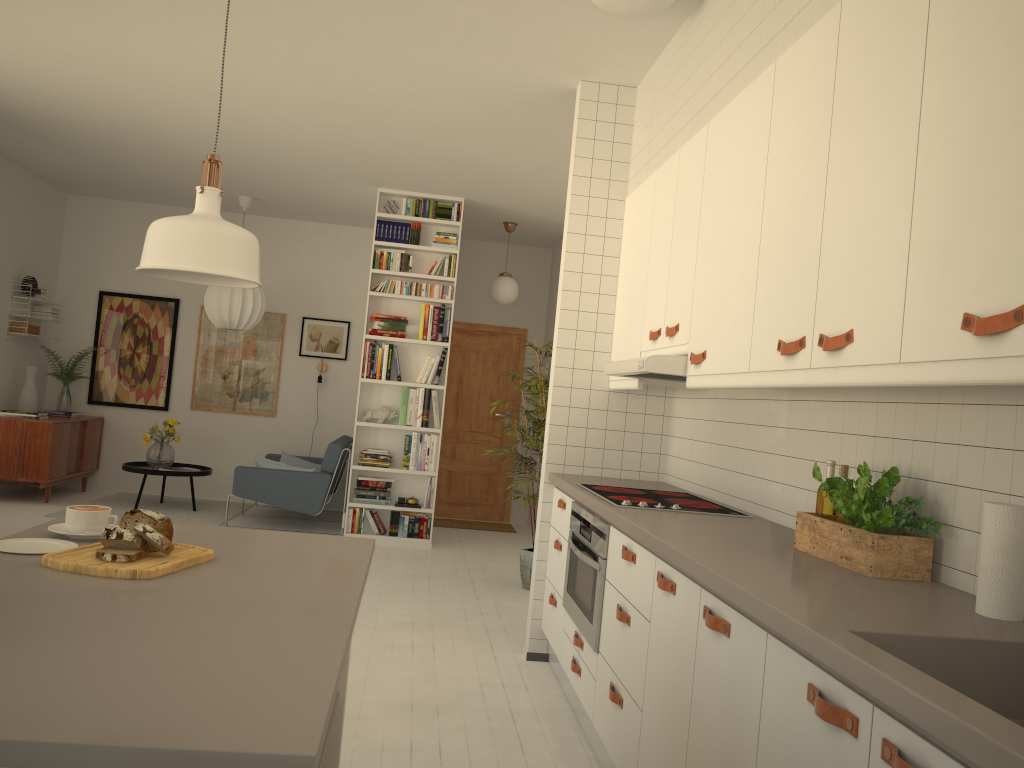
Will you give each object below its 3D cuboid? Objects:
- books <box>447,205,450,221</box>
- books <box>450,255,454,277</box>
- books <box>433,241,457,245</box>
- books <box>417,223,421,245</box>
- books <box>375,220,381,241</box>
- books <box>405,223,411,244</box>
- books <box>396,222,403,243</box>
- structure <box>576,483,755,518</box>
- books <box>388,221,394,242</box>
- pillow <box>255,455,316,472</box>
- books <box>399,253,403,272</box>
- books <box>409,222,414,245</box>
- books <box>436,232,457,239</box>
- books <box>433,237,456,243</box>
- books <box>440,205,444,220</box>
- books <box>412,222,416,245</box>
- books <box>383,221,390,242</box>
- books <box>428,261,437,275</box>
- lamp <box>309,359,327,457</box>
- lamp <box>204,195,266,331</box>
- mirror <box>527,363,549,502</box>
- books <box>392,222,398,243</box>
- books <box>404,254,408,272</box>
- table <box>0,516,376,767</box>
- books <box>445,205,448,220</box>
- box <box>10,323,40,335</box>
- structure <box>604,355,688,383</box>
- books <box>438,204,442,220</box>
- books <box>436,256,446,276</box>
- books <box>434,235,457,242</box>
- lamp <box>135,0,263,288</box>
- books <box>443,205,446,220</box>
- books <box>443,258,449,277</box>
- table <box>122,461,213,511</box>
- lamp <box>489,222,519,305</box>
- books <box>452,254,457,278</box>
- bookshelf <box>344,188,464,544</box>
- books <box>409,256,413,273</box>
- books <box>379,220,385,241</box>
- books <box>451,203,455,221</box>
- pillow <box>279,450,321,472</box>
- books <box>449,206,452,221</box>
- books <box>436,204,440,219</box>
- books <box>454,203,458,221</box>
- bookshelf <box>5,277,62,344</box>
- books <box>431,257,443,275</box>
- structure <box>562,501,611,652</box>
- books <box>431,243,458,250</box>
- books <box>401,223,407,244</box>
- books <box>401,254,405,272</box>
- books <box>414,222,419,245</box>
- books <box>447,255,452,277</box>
[{"bbox_3d":[-0.532,-1.413,7.404,0.017,0.130,0.150,6,-1,-6],"label":"books"},{"bbox_3d":[-0.506,-0.972,7.431,0.014,0.188,0.218,6,-1,-6],"label":"books"},{"bbox_3d":[-0.564,-1.163,7.429,0.200,0.018,0.208,6,-1,-6],"label":"books"},{"bbox_3d":[-0.778,-1.232,7.419,0.020,0.191,0.205,6,-1,-6],"label":"books"},{"bbox_3d":[-1.110,-1.259,7.373,0.034,0.179,0.188,6,-1,-6],"label":"books"},{"bbox_3d":[-0.868,-1.236,7.399,0.034,0.179,0.188,6,-1,-6],"label":"books"},{"bbox_3d":[-0.937,-1.242,7.391,0.034,0.179,0.188,6,-1,-6],"label":"books"},{"bbox_3d":[0.570,0.464,3.501,0.504,0.057,0.763,6,-1,-6],"label":"structure"},{"bbox_3d":[-1.006,-1.249,7.384,0.034,0.179,0.188,6,-1,-6],"label":"books"},{"bbox_3d":[-1.925,0.788,7.453,0.533,0.353,0.141,6,-1,-6],"label":"pillow"},{"bbox_3d":[-0.922,-0.996,7.372,0.013,0.159,0.176,6,-1,-6],"label":"books"},{"bbox_3d":[-0.838,-1.238,7.413,0.020,0.191,0.205,6,-1,-6],"label":"books"},{"bbox_3d":[-0.543,-1.234,7.426,0.169,0.032,0.188,5,-1,-1],"label":"books"},{"bbox_3d":[-0.574,-1.188,7.428,0.173,0.030,0.199,6,-1,-16],"label":"books"},{"bbox_3d":[-0.584,-1.418,7.399,0.017,0.130,0.150,6,-1,-6],"label":"books"},{"bbox_3d":[-0.818,-1.236,7.412,0.020,0.191,0.205,6,-1,-6],"label":"books"},{"bbox_3d":[-1.041,-1.252,7.380,0.034,0.179,0.188,6,-1,-6],"label":"books"},{"bbox_3d":[-0.667,-0.958,7.438,0.073,0.129,0.200,6,-1,-6],"label":"books"},{"bbox_3d":[-2.125,0.436,8.965,0.360,1.416,0.112,6,-2,-6],"label":"lamp"},{"bbox_3d":[-2.488,-1.105,8.095,0.536,1.229,0.536,5,-2,28],"label":"lamp"},{"bbox_3d":[0.261,0.480,8.979,0.029,1.371,0.500,6,-1,-6],"label":"mirror"},{"bbox_3d":[-0.972,-1.246,7.388,0.034,0.179,0.188,6,-1,-6],"label":"books"},{"bbox_3d":[-0.879,-0.989,7.363,0.023,0.153,0.176,6,-1,-6],"label":"books"},{"bbox_3d":[-0.722,0.800,1.613,0.794,0.864,1.424,6,-1,-6],"label":"table"},{"bbox_3d":[-0.549,-1.415,7.403,0.017,0.130,0.150,6,-1,-6],"label":"books"},{"bbox_3d":[-4.382,-0.493,7.981,0.152,0.084,0.265,6,-1,-6],"label":"box"},{"bbox_3d":[0.666,-0.054,3.508,0.482,0.073,0.681,6,-1,-6],"label":"structure"},{"bbox_3d":[-0.602,-1.420,7.397,0.017,0.130,0.150,6,-1,-6],"label":"books"},{"bbox_3d":[-0.597,-0.972,7.421,0.065,0.168,0.228,6,-1,-6],"label":"books"},{"bbox_3d":[-0.552,-1.211,7.408,0.179,0.016,0.208,5,-1,-1],"label":"books"},{"bbox_3d":[-0.526,-0.942,1.716,0.229,1.491,0.229,6,-2,-5],"label":"lamp"},{"bbox_3d":[-0.567,-1.416,7.401,0.017,0.130,0.150,6,-1,-6],"label":"books"},{"bbox_3d":[-0.553,-0.959,7.421,0.030,0.153,0.199,6,-1,-6],"label":"books"},{"bbox_3d":[-3.110,0.932,7.976,0.761,0.386,0.760,5,-1,10],"label":"table"},{"bbox_3d":[-0.051,-1.105,8.172,0.275,0.767,0.275,6,-2,-12],"label":"lamp"},{"bbox_3d":[-0.486,-0.976,7.430,0.022,0.199,0.212,6,-1,-6],"label":"books"},{"bbox_3d":[-0.894,-0.128,7.381,0.710,2.901,0.249,6,-2,-6],"label":"bookshelf"},{"bbox_3d":[-0.843,-0.980,7.385,0.020,0.145,0.189,6,-1,-6],"label":"books"},{"bbox_3d":[-1.076,-1.256,7.376,0.034,0.179,0.188,6,-1,-6],"label":"books"},{"bbox_3d":[-0.494,-1.420,7.408,0.019,0.157,0.150,6,-1,-6],"label":"books"},{"bbox_3d":[-2.060,0.809,8.722,0.540,0.277,0.157,5,-1,-5],"label":"pillow"},{"bbox_3d":[-0.515,-1.411,7.406,0.017,0.130,0.150,6,-1,-6],"label":"books"},{"bbox_3d":[-0.619,-1.422,7.395,0.017,0.130,0.150,6,-1,-6],"label":"books"},{"bbox_3d":[-0.477,-1.419,7.448,0.020,0.156,0.229,6,-1,-6],"label":"books"},{"bbox_3d":[-4.382,-0.655,8.163,0.184,0.565,0.695,6,-1,-6],"label":"bookshelf"},{"bbox_3d":[-0.631,-0.972,7.431,0.092,0.165,0.222,6,-1,-6],"label":"books"},{"bbox_3d":[0.594,0.752,3.491,0.704,0.447,0.682,6,-1,-6],"label":"structure"},{"bbox_3d":[-0.569,-1.135,7.430,0.214,0.038,0.222,6,-1,-6],"label":"books"},{"bbox_3d":[-0.902,-1.239,7.395,0.034,0.179,0.188,6,-1,-6],"label":"books"},{"bbox_3d":[-0.906,-0.992,7.393,0.024,0.155,0.206,6,-1,-6],"label":"books"},{"bbox_3d":[-0.797,-1.234,7.406,0.020,0.191,0.205,6,-1,-6],"label":"books"},{"bbox_3d":[-0.526,-0.973,7.442,0.022,0.187,0.186,6,-1,-6],"label":"books"}]
